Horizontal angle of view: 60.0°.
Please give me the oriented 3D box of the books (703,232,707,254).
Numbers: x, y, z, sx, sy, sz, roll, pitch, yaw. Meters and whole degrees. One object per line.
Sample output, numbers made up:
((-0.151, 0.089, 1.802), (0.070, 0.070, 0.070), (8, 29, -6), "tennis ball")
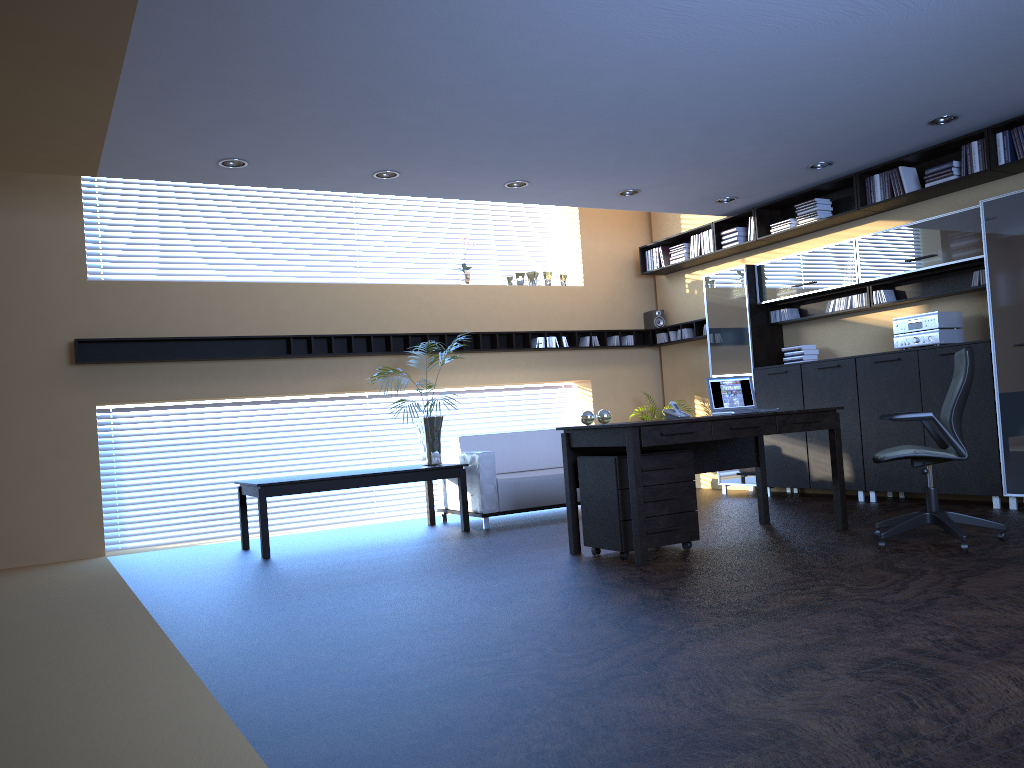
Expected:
((2.244, -1.573, 9.937), (0.207, 0.258, 0.050), (-3, -1, -29), "books")

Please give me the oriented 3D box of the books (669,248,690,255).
((2.000, -1.552, 10.369), (0.207, 0.028, 0.259), (-3, -3, -28), "books")

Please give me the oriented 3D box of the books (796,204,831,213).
((2.940, -1.709, 8.653), (0.207, 0.028, 0.259), (-3, -3, -29), "books")

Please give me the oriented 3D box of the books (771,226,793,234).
((2.785, -1.541, 8.935), (0.207, 0.028, 0.259), (-3, -3, -28), "books")

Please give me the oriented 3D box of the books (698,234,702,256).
((2.197, -1.565, 10.044), (0.207, 0.259, 0.075), (-3, -1, -29), "books")

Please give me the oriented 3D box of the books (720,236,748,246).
((2.423, -1.546, 9.602), (0.207, 0.050, 0.259), (-3, -3, -29), "books")

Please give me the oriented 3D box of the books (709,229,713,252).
((2.287, -1.580, 9.842), (0.207, 0.258, 0.050), (-3, -1, -29), "books")

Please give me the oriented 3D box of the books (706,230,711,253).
((2.262, -1.576, 9.888), (0.207, 0.258, 0.050), (-3, -1, -28), "books")

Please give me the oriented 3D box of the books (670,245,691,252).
((2.017, -1.581, 10.366), (0.207, 0.028, 0.259), (-3, -3, -29), "books")

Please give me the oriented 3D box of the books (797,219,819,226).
((2.949, -1.566, 8.649), (0.207, 0.028, 0.259), (-3, -3, -29), "books")

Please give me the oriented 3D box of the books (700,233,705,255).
((2.220, -1.569, 9.983), (0.207, 0.258, 0.050), (-3, -1, -28), "books")

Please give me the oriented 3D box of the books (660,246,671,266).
((1.877, -1.517, 10.607), (0.207, 0.259, 0.075), (-3, -1, -29), "books")

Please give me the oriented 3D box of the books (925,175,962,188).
((3.637, -1.678, 7.411), (0.207, 0.050, 0.259), (-3, -3, -29), "books")

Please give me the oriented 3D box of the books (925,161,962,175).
((3.624, -1.793, 7.389), (0.207, 0.050, 0.259), (-3, -3, -29), "books")

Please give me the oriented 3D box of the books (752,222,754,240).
((2.596, -1.627, 9.278), (0.207, 0.259, 0.075), (-3, -1, -29), "books")

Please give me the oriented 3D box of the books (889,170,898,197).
((3.417, -1.751, 7.789), (0.207, 0.259, 0.075), (-3, -1, -28), "books")

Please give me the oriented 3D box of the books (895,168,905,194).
((3.443, -1.753, 7.731), (0.207, 0.257, 0.072), (-3, -1, -28), "books")

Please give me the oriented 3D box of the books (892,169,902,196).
((3.432, -1.753, 7.761), (0.207, 0.259, 0.075), (-3, -1, -29), "books")

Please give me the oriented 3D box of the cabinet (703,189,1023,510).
((3.293, -0.142, 8.093), (0.490, 2.398, 3.881), (-4, -2, -29), "cabinet")

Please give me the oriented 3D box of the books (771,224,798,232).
((2.780, -1.569, 8.946), (0.207, 0.028, 0.259), (-3, -3, -28), "books")

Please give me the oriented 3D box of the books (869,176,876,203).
((3.314, -1.735, 7.984), (0.207, 0.258, 0.050), (-3, -1, -28), "books")

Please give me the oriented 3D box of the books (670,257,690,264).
((2.015, -1.432, 10.362), (0.207, 0.050, 0.259), (-3, -3, -28), "books")

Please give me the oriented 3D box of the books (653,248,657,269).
((1.808, -1.506, 10.736), (0.207, 0.258, 0.050), (-3, -1, -28), "books")

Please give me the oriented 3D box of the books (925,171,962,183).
((3.632, -1.721, 7.399), (0.207, 0.031, 0.259), (-3, -3, -29), "books")

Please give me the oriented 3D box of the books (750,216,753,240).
((2.593, -1.625, 9.312), (0.207, 0.259, 0.075), (-3, -1, -29), "books")

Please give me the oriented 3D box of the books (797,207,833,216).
((2.957, -1.681, 8.648), (0.207, 0.028, 0.259), (-3, -3, -29), "books")

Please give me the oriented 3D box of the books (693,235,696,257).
((2.152, -1.559, 10.092), (0.207, 0.259, 0.075), (-3, -1, -28), "books")

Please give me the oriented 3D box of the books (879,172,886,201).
((3.365, -1.742, 7.894), (0.207, 0.258, 0.050), (-3, -1, -29), "books")

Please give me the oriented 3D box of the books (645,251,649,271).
((1.734, -1.495, 10.873), (0.207, 0.258, 0.050), (-3, -1, -29), "books")

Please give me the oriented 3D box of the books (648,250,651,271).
((1.761, -1.499, 10.829), (0.207, 0.258, 0.050), (-3, -1, -29), "books")

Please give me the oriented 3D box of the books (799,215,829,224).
((2.965, -1.596, 8.635), (0.207, 0.028, 0.259), (-3, -3, -28), "books")

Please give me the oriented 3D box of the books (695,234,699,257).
((2.169, -1.562, 10.064), (0.207, 0.259, 0.075), (-3, -1, -29), "books")

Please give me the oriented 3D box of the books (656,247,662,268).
((1.834, -1.510, 10.691), (0.207, 0.258, 0.050), (-3, -1, -29), "books")

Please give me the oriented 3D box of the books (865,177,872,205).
((3.290, -1.731, 8.030), (0.207, 0.258, 0.050), (-3, -1, -28), "books")

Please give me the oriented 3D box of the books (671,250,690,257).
((2.024, -1.525, 10.369), (0.207, 0.028, 0.259), (-3, -3, -29), "books")

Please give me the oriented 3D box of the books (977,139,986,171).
((3.801, -1.810, 7.065), (0.207, 0.258, 0.050), (-3, -1, -29), "books")

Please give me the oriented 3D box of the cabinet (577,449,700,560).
((0.872, 0.809, 6.049), (0.634, 0.679, 0.501), (-3, -2, -29), "cabinet")

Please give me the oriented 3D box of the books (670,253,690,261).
((2.011, -1.483, 10.375), (0.207, 0.050, 0.259), (-3, -3, -29), "books")

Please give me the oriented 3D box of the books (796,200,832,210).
((2.941, -1.737, 8.641), (0.207, 0.028, 0.259), (-3, -3, -29), "books")

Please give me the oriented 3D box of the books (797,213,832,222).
((2.952, -1.623, 8.652), (0.207, 0.028, 0.259), (-3, -3, -29), "books")

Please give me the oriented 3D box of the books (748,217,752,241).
((2.574, -1.622, 9.338), (0.207, 0.259, 0.075), (-3, -1, -29), "books")

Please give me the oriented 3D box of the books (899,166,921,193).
((3.457, -1.758, 7.687), (0.207, 0.257, 0.072), (-3, -1, -29), "books")

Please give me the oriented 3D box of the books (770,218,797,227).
((2.782, -1.625, 8.961), (0.207, 0.028, 0.259), (-3, -3, -29), "books")

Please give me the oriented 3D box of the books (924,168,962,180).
((3.624, -1.751, 7.410), (0.207, 0.031, 0.259), (-3, -3, -29), "books")

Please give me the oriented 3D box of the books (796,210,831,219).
((2.952, -1.650, 8.678), (0.207, 0.028, 0.259), (-3, -3, -30), "books")

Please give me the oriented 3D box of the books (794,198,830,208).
((2.932, -1.764, 8.662), (0.207, 0.028, 0.259), (-3, -3, -29), "books")

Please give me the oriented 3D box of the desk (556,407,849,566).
((1.390, 0.679, 6.323), (1.893, 0.890, 0.915), (-3, -2, -29), "desk")

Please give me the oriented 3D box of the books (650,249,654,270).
((1.777, -1.502, 10.778), (0.207, 0.258, 0.050), (-3, -1, -30), "books")

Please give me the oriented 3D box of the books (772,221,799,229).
((2.789, -1.598, 8.939), (0.207, 0.028, 0.259), (-3, -3, -29), "books")

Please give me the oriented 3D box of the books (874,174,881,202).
((3.334, -1.738, 7.936), (0.207, 0.258, 0.050), (-3, -1, -28), "books")

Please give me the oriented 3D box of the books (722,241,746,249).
((2.436, -1.496, 9.595), (0.207, 0.050, 0.259), (-3, -3, -29), "books")

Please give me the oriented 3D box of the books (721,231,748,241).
((2.434, -1.598, 9.597), (0.207, 0.050, 0.259), (-3, -3, -29), "books")

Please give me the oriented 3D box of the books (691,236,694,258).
((2.138, -1.557, 10.120), (0.207, 0.259, 0.075), (-3, -1, -29), "books")

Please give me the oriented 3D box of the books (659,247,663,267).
((1.866, -1.515, 10.637), (0.207, 0.259, 0.075), (-3, -1, -29), "books")

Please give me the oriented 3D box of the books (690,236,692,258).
((2.129, -1.555, 10.151), (0.207, 0.259, 0.075), (-3, -1, -29), "books")

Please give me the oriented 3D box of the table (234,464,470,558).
((-1.415, 1.098, 7.971), (1.893, 0.602, 0.899), (-3, -2, -29), "table")

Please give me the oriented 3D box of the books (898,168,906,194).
((3.468, -1.757, 7.720), (0.207, 0.257, 0.072), (-3, -1, -28), "books")

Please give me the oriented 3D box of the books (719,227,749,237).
((2.417, -1.648, 9.615), (0.207, 0.050, 0.259), (-3, -3, -29), "books")

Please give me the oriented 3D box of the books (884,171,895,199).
((3.388, -1.746, 7.847), (0.207, 0.258, 0.050), (-3, -1, -28), "books")

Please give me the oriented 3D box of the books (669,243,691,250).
((2.003, -1.608, 10.385), (0.207, 0.028, 0.259), (-3, -3, -29), "books")
